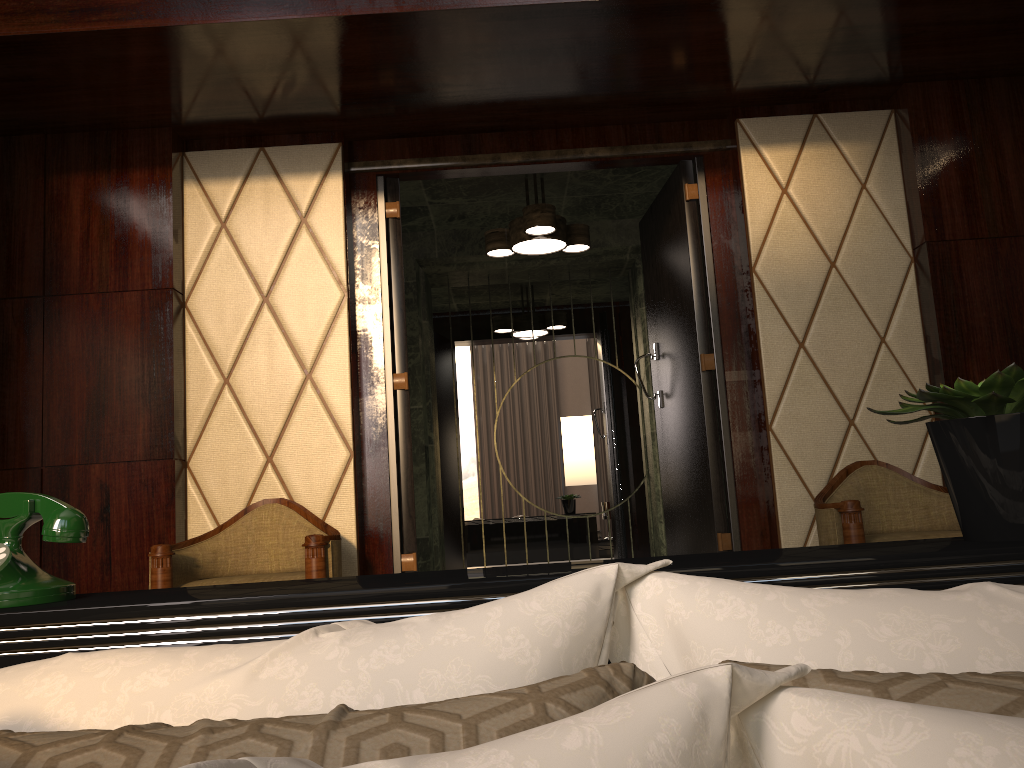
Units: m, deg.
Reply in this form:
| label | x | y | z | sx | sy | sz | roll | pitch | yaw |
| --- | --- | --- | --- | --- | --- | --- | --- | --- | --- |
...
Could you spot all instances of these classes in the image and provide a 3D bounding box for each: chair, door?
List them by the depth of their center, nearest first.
| label | x | y | z | sx | sy | sz | roll | pitch | yaw |
| --- | --- | --- | --- | --- | --- | --- | --- | --- | --- |
| chair | -0.811 | 0.638 | 2.821 | 0.571 | 0.550 | 0.462 | -4 | -8 | -1 |
| chair | 1.257 | 0.508 | 2.841 | 0.571 | 0.550 | 0.462 | -4 | -8 | -1 |
| door | 0.099 | 0.087 | 3.752 | 1.435 | 1.820 | 0.828 | -3 | -8 | -2 |

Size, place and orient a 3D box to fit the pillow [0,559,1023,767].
| label | x | y | z | sx | sy | sz | roll | pitch | yaw |
| --- | --- | --- | --- | --- | --- | --- | --- | --- | --- |
| pillow | 0.082 | 0.276 | 0.467 | 1.322 | 0.320 | 0.685 | -4 | -8 | 1 |

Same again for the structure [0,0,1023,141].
| label | x | y | z | sx | sy | sz | roll | pitch | yaw |
| --- | --- | --- | --- | --- | --- | --- | --- | --- | --- |
| structure | 0.140 | -0.664 | 1.542 | 6.107 | 3.189 | 3.750 | -4 | -8 | -1 |

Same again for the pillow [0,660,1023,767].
| label | x | y | z | sx | sy | sz | roll | pitch | yaw |
| --- | --- | --- | --- | --- | --- | --- | --- | --- | --- |
| pillow | 0.110 | 0.296 | 0.438 | 1.123 | 0.271 | 0.293 | -4 | -8 | 0 |

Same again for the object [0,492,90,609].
| label | x | y | z | sx | sy | sz | roll | pitch | yaw |
| --- | --- | --- | --- | --- | --- | --- | --- | --- | --- |
| object | -0.606 | 0.196 | 1.063 | 0.158 | 0.131 | 0.178 | 3 | -10 | -38 |

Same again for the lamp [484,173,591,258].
| label | x | y | z | sx | sy | sz | roll | pitch | yaw |
| --- | --- | --- | --- | --- | --- | --- | --- | --- | --- |
| lamp | 0.072 | -0.811 | 4.237 | 0.467 | 0.347 | 0.515 | -8 | -9 | 29 |

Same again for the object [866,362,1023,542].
| label | x | y | z | sx | sy | sz | roll | pitch | yaw |
| --- | --- | --- | --- | --- | --- | --- | --- | --- | --- |
| object | 0.591 | 0.085 | 1.077 | 0.256 | 0.205 | 0.241 | -1 | -9 | -19 |
